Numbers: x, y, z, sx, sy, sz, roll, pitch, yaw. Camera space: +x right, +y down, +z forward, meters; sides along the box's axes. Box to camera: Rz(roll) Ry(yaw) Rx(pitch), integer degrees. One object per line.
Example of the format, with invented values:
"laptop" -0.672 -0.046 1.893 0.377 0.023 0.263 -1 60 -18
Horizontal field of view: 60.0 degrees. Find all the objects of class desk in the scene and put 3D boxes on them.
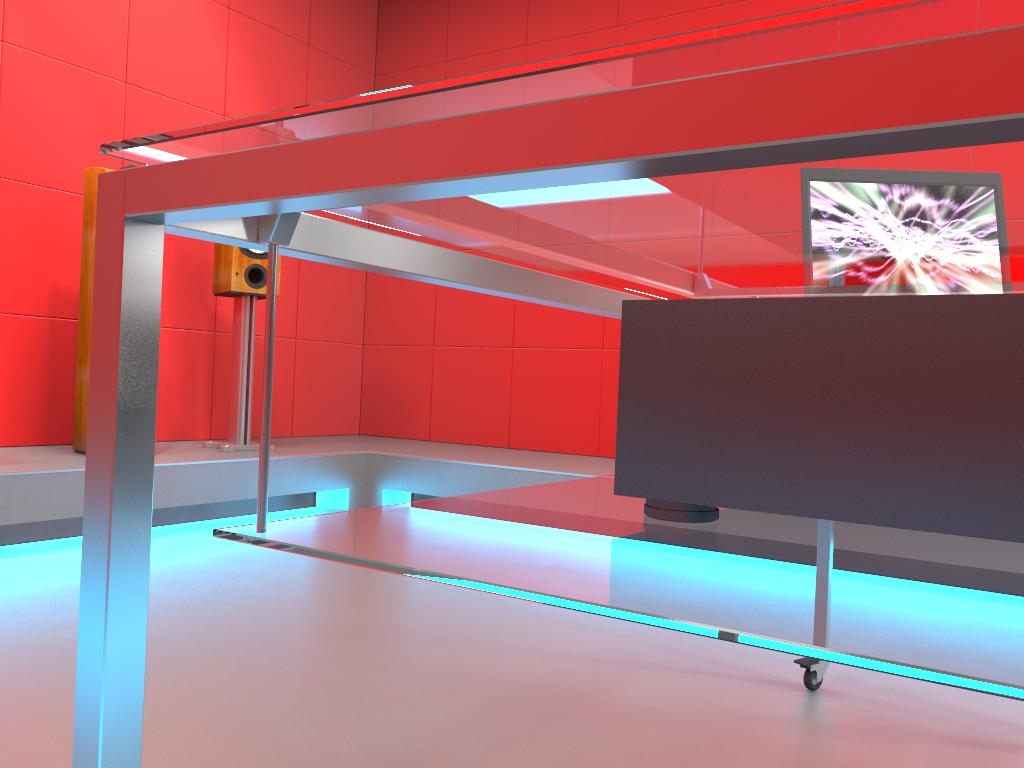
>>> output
"desk" 0.407 0.246 0.943 0.594 0.690 1.617 3 0 33

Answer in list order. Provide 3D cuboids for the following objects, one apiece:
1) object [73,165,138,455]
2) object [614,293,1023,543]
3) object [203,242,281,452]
"object" -1.435 -0.268 3.249 0.238 1.052 0.203 3 0 43
"object" 0.349 0.030 0.721 0.371 0.158 0.431 3 0 33
"object" -1.115 -0.257 3.695 0.231 1.058 0.265 2 0 -37
